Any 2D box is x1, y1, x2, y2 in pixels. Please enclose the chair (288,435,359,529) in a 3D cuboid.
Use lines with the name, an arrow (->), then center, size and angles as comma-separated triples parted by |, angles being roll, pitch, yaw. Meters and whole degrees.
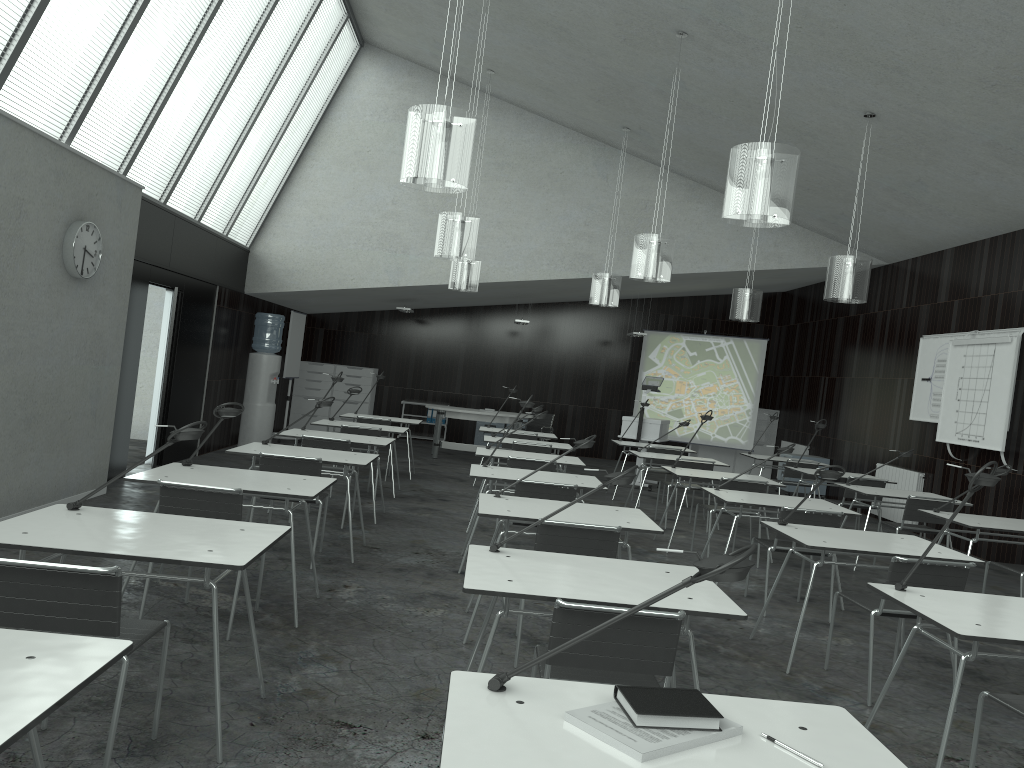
chair -> -1.463, 0.830, 7.047 | 0.428, 0.765, 0.555 | 7, 1, 2

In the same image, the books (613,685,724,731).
books -> 0.317, 0.733, 1.815 | 0.183, 0.032, 0.164 | 6, 1, -9

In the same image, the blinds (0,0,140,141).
blinds -> -2.478, -3.226, 5.781 | 1.094, 2.949, 0.889 | 7, 1, -2

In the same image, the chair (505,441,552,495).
chair -> 0.146, 0.995, 8.671 | 0.428, 0.765, 0.555 | 7, 1, -2

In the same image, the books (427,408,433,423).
books -> -1.403, 0.568, 15.182 | 0.072, 0.320, 0.262 | 7, 1, -2

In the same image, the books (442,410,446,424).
books -> -1.169, 0.595, 15.190 | 0.072, 0.320, 0.262 | 7, 1, -2

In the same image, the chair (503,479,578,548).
chair -> 0.165, 1.037, 5.651 | 0.428, 0.765, 0.555 | 7, 1, -2

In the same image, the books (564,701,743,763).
books -> 0.285, 0.756, 1.779 | 0.297, 0.021, 0.210 | 6, 1, -39

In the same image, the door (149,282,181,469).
door -> -3.421, -0.047, 8.674 | 0.365, 2.020, 0.940 | 7, 1, -2

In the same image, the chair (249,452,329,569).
chair -> -1.404, 0.856, 5.650 | 0.428, 0.765, 0.555 | 7, 1, -3

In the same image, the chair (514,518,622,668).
chair -> 0.258, 1.067, 4.238 | 0.428, 0.765, 0.555 | 7, 1, -2

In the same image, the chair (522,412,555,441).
chair -> 0.288, 0.911, 14.092 | 0.560, 0.825, 0.587 | 7, 1, 37

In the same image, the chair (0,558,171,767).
chair -> -1.310, 0.906, 2.652 | 0.428, 0.765, 0.555 | 7, 1, -2

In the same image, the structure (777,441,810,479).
structure -> 4.417, 1.381, 13.988 | 0.079, 0.688, 1.129 | 7, 1, -2

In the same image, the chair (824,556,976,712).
chair -> 1.836, 1.249, 4.229 | 0.428, 0.765, 0.555 | 7, 1, -6

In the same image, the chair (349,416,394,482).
chair -> -1.553, 0.781, 9.942 | 0.428, 0.765, 0.555 | 7, 1, 0

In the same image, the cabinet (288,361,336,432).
cabinet -> -3.336, 0.245, 15.023 | 0.639, 1.292, 0.587 | 7, 1, -2

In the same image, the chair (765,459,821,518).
chair -> 3.223, 1.330, 10.209 | 0.428, 0.765, 0.555 | 7, 1, -4

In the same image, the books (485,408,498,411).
books -> -0.304, 0.415, 12.971 | 0.164, 0.032, 0.183 | 7, 1, 11

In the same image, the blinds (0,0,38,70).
blinds -> -2.448, -3.209, 4.793 | 1.094, 2.949, 0.889 | 7, 1, -2

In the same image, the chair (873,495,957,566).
chair -> 3.308, 1.379, 7.294 | 0.428, 0.765, 0.555 | 7, 1, 1

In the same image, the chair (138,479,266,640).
chair -> -1.430, 0.872, 4.201 | 0.428, 0.765, 0.555 | 7, 1, 2

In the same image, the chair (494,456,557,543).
chair -> 0.115, 1.012, 7.064 | 0.428, 0.765, 0.555 | 7, 1, 0

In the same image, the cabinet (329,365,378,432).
cabinet -> -2.693, 0.319, 15.044 | 0.639, 1.292, 0.587 | 7, 1, -2

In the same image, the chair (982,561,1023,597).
chair -> 3.387, 1.409, 5.710 | 0.428, 0.765, 0.555 | 7, 1, -3

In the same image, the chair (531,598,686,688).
chair -> 0.268, 1.087, 2.812 | 0.428, 0.765, 0.555 | 7, 1, -1

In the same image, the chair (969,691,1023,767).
chair -> 1.839, 1.268, 2.837 | 0.428, 0.765, 0.555 | 6, 1, -8

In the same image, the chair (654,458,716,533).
chair -> 1.691, 1.173, 8.693 | 0.428, 0.765, 0.555 | 7, 1, -5

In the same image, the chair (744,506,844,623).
chair -> 1.794, 1.225, 5.668 | 0.428, 0.765, 0.555 | 7, 1, -2

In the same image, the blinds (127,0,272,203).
blinds -> -2.537, -3.259, 7.759 | 1.094, 2.949, 0.889 | 7, 1, -2

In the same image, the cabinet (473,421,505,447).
cabinet -> -0.384, 0.911, 15.121 | 0.502, 0.648, 0.598 | 7, 1, -2

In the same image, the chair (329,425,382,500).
chair -> -1.499, 0.807, 8.503 | 0.428, 0.765, 0.555 | 6, 1, -14

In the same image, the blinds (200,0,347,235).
blinds -> -2.589, -3.308, 9.733 | 1.106, 2.982, 0.889 | 7, 1, -2

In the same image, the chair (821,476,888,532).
chair -> 3.315, 1.362, 8.626 | 0.428, 0.765, 0.555 | 7, 1, -3

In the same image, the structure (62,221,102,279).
structure -> -3.029, -1.052, 6.265 | 0.077, 0.446, 0.446 | 7, 1, -2

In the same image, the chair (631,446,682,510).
chair -> 1.633, 1.149, 10.026 | 0.428, 0.765, 0.555 | 7, 1, -4

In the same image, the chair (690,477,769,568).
chair -> 1.755, 1.201, 7.179 | 0.428, 0.765, 0.555 | 7, 1, -6

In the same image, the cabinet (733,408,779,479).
cabinet -> 4.117, 1.100, 15.263 | 0.639, 1.285, 0.587 | 7, 1, -2

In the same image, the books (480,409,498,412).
books -> -0.331, 0.437, 13.010 | 0.210, 0.021, 0.297 | 6, 1, -19

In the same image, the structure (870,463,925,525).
structure -> 4.523, 1.440, 10.460 | 0.079, 0.688, 1.129 | 7, 1, -2

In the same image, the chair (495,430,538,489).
chair -> 0.048, 0.965, 10.071 | 0.428, 0.765, 0.555 | 7, 1, -3

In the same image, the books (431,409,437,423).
books -> -1.318, 0.578, 15.185 | 0.072, 0.320, 0.262 | 7, 1, -2

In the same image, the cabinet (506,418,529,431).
cabinet -> 0.127, 0.970, 15.138 | 0.502, 0.648, 0.598 | 7, 1, -2

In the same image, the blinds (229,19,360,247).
blinds -> -2.619, -3.324, 10.722 | 1.106, 2.982, 0.889 | 7, 1, -2

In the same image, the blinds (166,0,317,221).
blinds -> -2.567, -3.275, 8.745 | 1.094, 2.949, 0.889 | 7, 1, -2

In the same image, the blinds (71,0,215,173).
blinds -> -2.507, -3.242, 6.771 | 1.094, 2.949, 0.889 | 7, 1, -2
